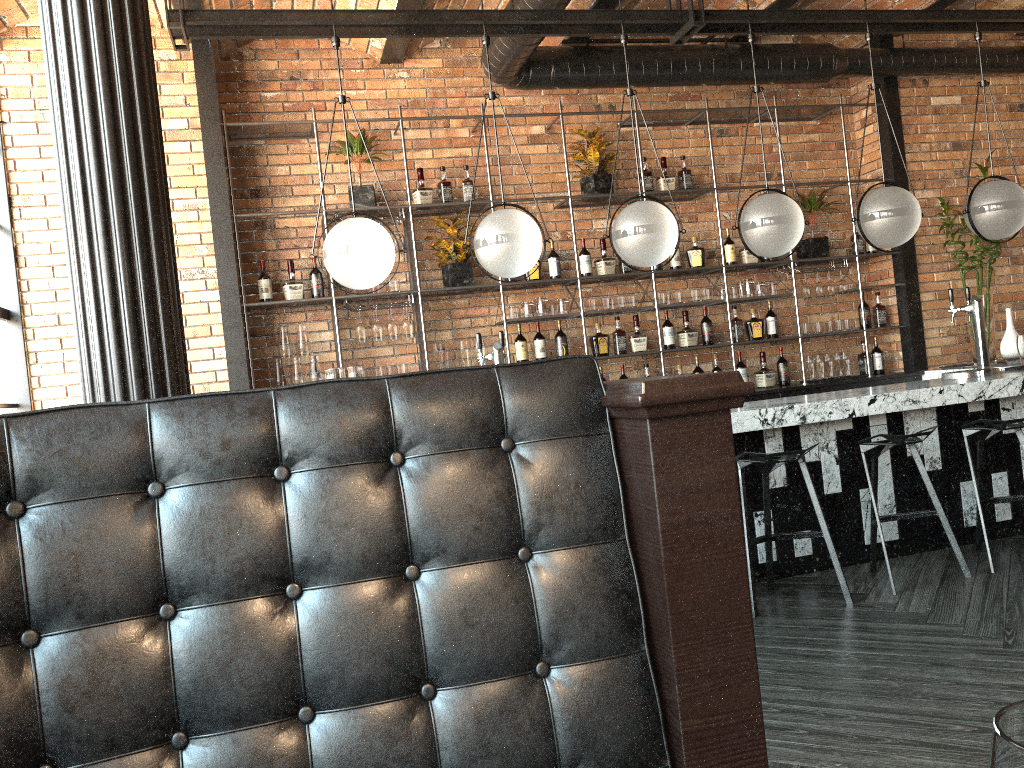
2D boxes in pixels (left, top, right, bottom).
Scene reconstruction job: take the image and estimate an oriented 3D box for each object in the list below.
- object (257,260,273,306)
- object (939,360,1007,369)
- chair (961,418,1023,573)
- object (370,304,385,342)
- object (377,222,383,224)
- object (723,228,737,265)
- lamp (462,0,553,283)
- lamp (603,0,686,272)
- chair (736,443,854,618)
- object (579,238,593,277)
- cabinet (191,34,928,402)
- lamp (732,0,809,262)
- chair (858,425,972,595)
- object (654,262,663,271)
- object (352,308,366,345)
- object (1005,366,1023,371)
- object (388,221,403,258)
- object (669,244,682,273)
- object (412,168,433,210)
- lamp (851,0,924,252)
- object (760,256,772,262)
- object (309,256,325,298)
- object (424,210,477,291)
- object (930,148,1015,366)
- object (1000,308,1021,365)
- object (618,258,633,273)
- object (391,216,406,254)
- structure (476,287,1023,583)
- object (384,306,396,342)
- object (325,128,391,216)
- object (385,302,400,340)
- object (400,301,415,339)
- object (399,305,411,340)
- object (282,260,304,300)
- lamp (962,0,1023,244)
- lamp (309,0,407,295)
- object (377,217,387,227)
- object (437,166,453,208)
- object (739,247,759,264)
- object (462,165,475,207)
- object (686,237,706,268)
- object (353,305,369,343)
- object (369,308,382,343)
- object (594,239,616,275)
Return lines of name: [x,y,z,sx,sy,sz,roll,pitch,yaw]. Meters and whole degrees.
object: [-1.633,-0.667,5.854,0.086,0.298,0.086,-6,0,34]
object: [3.525,-0.148,6.605,0.622,0.014,0.622,-7,0,-42]
chair: [2.467,0.520,4.496,0.475,0.737,0.414,-6,0,-10]
object: [-0.897,-0.409,5.912,0.092,0.244,0.092,-6,0,-9]
object: [-0.905,-0.985,6.093,0.092,0.244,0.092,-6,0,-9]
object: [1.640,-1.026,6.684,0.086,0.299,0.086,-6,0,34]
lamp: [-0.094,-1.375,4.384,0.340,1.754,0.340,-6,0,31]
lamp: [0.611,-1.453,4.568,0.340,1.754,0.340,-6,0,31]
chair: [1.255,0.653,4.179,0.475,0.737,0.414,-6,0,-5]
object: [0.527,-0.905,6.395,0.086,0.298,0.086,-6,0,34]
cabinet: [-0.259,-0.661,6.137,7.075,3.779,0.564,-6,0,-15]
lamp: [1.316,-1.530,4.753,0.340,1.754,0.340,-6,0,31]
chair: [1.872,0.586,4.340,0.475,0.737,0.414,-6,0,-20]
object: [1.055,-0.963,6.529,0.086,0.299,0.086,-6,0,34]
object: [-1.044,-0.394,6.044,0.092,0.244,0.092,-6,0,-9]
object: [3.213,-0.109,5.301,0.273,0.019,0.437,-6,0,-15]
object: [-0.805,-0.996,6.120,0.092,0.244,0.092,-6,0,-9]
object: [1.206,-0.980,6.597,0.086,0.298,0.086,-6,0,34]
object: [-0.619,-1.345,6.101,0.123,0.279,0.123,-6,0,-26]
lamp: [2.021,-1.608,4.937,0.340,1.754,0.340,-6,0,31]
object: [1.926,-1.059,6.756,0.086,0.297,0.086,-6,0,34]
object: [-1.305,-0.704,5.911,0.086,0.299,0.086,-6,0,34]
object: [-0.390,-0.917,6.121,0.430,0.526,0.425,-6,0,-2]
object: [3.461,-0.913,6.577,0.584,1.546,0.673,-6,0,24]
object: [3.597,-0.344,6.222,0.316,0.397,0.319,-6,0,34]
object: [0.820,-0.929,6.463,0.083,0.282,0.083,-6,0,-15]
object: [-0.764,-1.000,5.960,0.092,0.244,0.092,-6,0,-9]
structure: [1.459,0.276,5.385,5.346,1.430,1.930,-6,0,-15]
object: [-0.843,-0.416,6.097,0.092,0.244,0.092,-6,0,-9]
object: [-1.035,-1.437,6.020,0.377,0.554,0.422,-6,0,-27]
object: [-0.801,-0.419,5.937,0.092,0.244,0.092,-6,0,-9]
object: [-0.702,-0.430,5.963,0.092,0.244,0.092,-6,0,-9]
object: [-0.743,-0.427,6.123,0.092,0.244,0.092,-6,0,-9]
object: [-1.449,-0.676,5.855,0.123,0.279,0.123,-6,0,-26]
lamp: [2.726,-1.685,5.122,0.340,1.754,0.340,-6,0,31]
lamp: [-0.799,-1.297,4.199,0.340,1.754,0.340,-6,0,31]
object: [-0.863,-0.989,5.934,0.092,0.244,0.092,-6,0,-9]
object: [-0.467,-1.364,6.139,0.083,0.282,0.083,-6,0,-30]
object: [1.787,-1.033,6.702,0.123,0.279,0.123,-6,0,-6]
object: [-0.307,-1.381,6.181,0.083,0.282,0.083,-6,0,0]
object: [1.371,-0.971,6.607,0.151,0.248,0.094,-6,0,14]
object: [-1.003,-0.397,5.885,0.092,0.244,0.092,-6,0,-9]
object: [-0.938,-0.405,6.072,0.092,0.244,0.092,-6,0,-9]
object: [0.669,-0.909,6.410,0.123,0.279,0.123,-6,0,-26]
